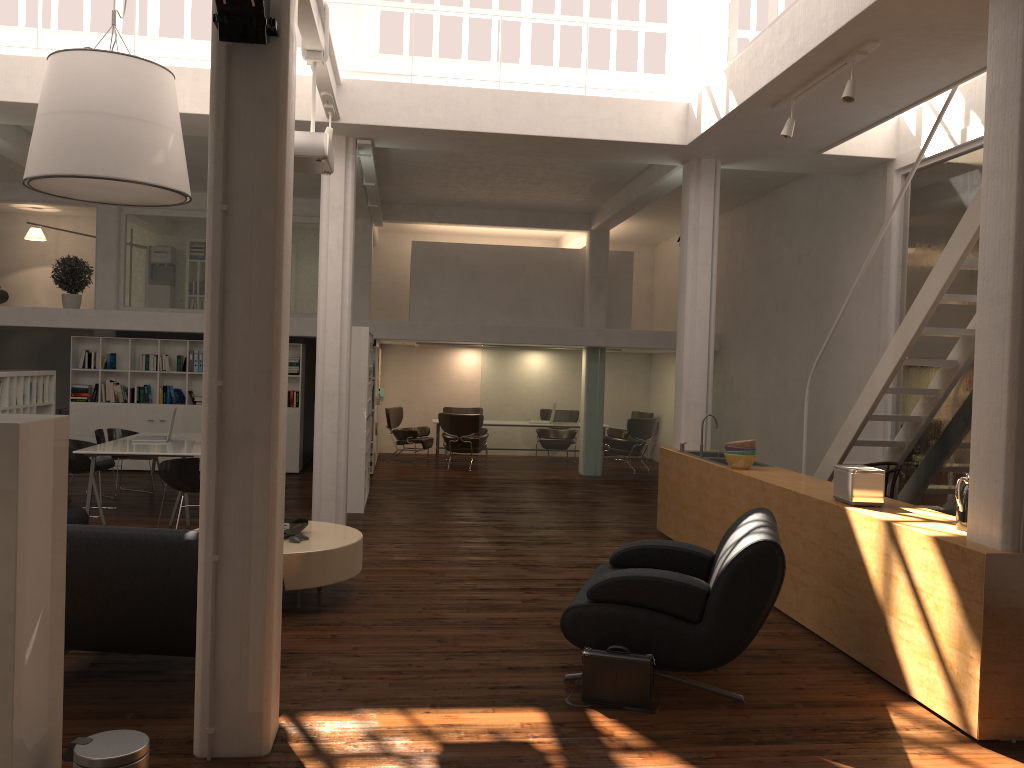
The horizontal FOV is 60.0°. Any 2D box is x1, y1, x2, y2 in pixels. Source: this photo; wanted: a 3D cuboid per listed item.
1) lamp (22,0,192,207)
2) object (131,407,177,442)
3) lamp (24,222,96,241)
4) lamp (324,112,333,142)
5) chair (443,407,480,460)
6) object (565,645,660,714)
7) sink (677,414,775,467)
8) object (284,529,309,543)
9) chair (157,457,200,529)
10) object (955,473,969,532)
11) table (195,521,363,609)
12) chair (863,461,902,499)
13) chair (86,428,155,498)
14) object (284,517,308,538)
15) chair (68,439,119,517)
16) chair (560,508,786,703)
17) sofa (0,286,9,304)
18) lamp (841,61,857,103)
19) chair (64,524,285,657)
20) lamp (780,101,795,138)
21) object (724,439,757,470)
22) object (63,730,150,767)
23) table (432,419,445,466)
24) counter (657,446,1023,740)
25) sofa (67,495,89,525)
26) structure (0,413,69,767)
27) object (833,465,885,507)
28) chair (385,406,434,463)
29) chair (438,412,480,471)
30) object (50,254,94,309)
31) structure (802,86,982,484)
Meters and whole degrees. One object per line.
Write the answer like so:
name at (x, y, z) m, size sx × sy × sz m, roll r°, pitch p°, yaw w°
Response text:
lamp at (-3.534, -3.851, 7.904) m, size 1.386 × 4.284 × 1.386 m, roll 2°, pitch 1°, yaw 7°
object at (-5.252, 0.589, 13.046) m, size 0.557 × 0.470 × 0.702 m, roll 1°, pitch 1°, yaw -17°
lamp at (-9.362, -3.261, 19.414) m, size 2.635 × 0.513 × 0.447 m, roll 2°, pitch 1°, yaw 2°
lamp at (-2.064, -2.849, 9.906) m, size 0.136 × 0.357 × 0.117 m, roll 2°, pitch 1°, yaw -1°
chair at (-1.099, 1.149, 20.684) m, size 0.994 × 1.183 × 0.991 m, roll 2°, pitch 1°, yaw -12°
object at (0.675, 1.922, 5.870) m, size 0.618 × 0.376 × 0.271 m, roll 2°, pitch 1°, yaw 9°
sink at (2.548, 0.752, 10.747) m, size 0.596 × 0.774 × 1.757 m, roll 2°, pitch 1°, yaw -7°
object at (-1.971, 1.360, 7.993) m, size 0.231 × 0.099 × 0.193 m, roll 2°, pitch 1°, yaw 16°
chair at (-3.882, 1.359, 10.855) m, size 0.795 × 1.004 × 0.757 m, roll 1°, pitch 1°, yaw -32°
object at (3.179, 0.816, 6.150) m, size 0.232 × 0.400 × 0.201 m, roll 2°, pitch 1°, yaw 15°
table at (-2.213, 1.684, 8.223) m, size 1.616 × 0.570 × 1.616 m, roll 2°, pitch 1°, yaw -14°
chair at (3.686, 1.480, 9.183) m, size 0.592 × 1.362 × 0.665 m, roll 2°, pitch 1°, yaw 4°
chair at (-6.152, 1.223, 13.919) m, size 0.757 × 1.004 × 0.795 m, roll 2°, pitch 1°, yaw 28°
object at (-2.255, 1.313, 8.241) m, size 0.558 × 0.163 × 0.471 m, roll 2°, pitch 1°, yaw 13°
chair at (-5.900, 1.267, 12.182) m, size 0.757 × 1.004 × 0.795 m, roll 2°, pitch 1°, yaw -7°
chair at (1.227, 1.546, 6.637) m, size 1.481 × 1.130 × 1.454 m, roll 2°, pitch 1°, yaw 14°
sofa at (-11.919, -2.088, 18.473) m, size 1.467 × 1.119 × 3.087 m, roll 2°, pitch 1°, yaw -7°
lamp at (2.928, -2.623, 7.679) m, size 0.136 × 0.357 × 0.117 m, roll 2°, pitch 1°, yaw -13°
chair at (-2.503, 1.437, 6.139) m, size 1.454 × 1.130 × 1.481 m, roll 2°, pitch 1°, yaw 4°
lamp at (2.775, -2.653, 8.921) m, size 0.136 × 0.357 × 0.117 m, roll 2°, pitch 1°, yaw -1°
object at (2.483, 0.760, 9.643) m, size 0.331 × 0.332 × 0.299 m, roll 3°, pitch 2°, yaw 39°
object at (-1.787, 1.837, 3.973) m, size 0.415 × 0.465 × 0.311 m, roll 1°, pitch 1°, yaw -24°
table at (0.170, 1.335, 19.770) m, size 3.900 × 0.947 × 1.040 m, roll 2°, pitch 1°, yaw -7°
counter at (2.764, 1.518, 8.811) m, size 0.689 × 1.141 × 6.858 m, roll 2°, pitch 1°, yaw -7°
sofa at (-5.044, 1.325, 7.851) m, size 1.467 × 1.119 × 3.087 m, roll 2°, pitch 1°, yaw -7°
structure at (-3.349, 1.112, 1.590) m, size 3.131 × 1.914 × 4.752 m, roll 2°, pitch 1°, yaw -7°
object at (2.853, 0.834, 7.278) m, size 0.291 × 0.296 × 0.385 m, roll 2°, pitch 1°, yaw -2°
chair at (-2.331, 1.124, 19.945) m, size 0.991 × 1.183 × 0.994 m, roll 2°, pitch 1°, yaw 13°
chair at (-1.025, 1.190, 18.763) m, size 0.994 × 1.183 × 0.991 m, roll 2°, pitch 1°, yaw 8°
object at (-8.661, -1.977, 17.476) m, size 0.793 × 1.127 × 0.770 m, roll 2°, pitch 1°, yaw -9°
structure at (4.460, -1.238, 9.670) m, size 0.825 × 6.780 × 6.217 m, roll 2°, pitch 1°, yaw -7°
